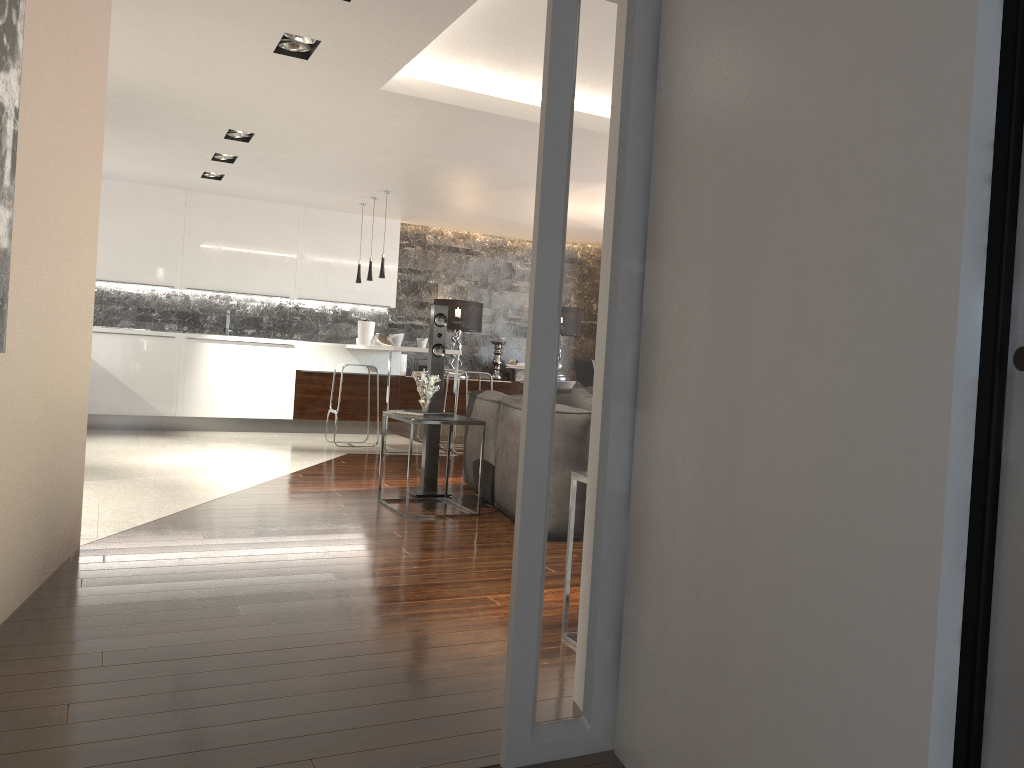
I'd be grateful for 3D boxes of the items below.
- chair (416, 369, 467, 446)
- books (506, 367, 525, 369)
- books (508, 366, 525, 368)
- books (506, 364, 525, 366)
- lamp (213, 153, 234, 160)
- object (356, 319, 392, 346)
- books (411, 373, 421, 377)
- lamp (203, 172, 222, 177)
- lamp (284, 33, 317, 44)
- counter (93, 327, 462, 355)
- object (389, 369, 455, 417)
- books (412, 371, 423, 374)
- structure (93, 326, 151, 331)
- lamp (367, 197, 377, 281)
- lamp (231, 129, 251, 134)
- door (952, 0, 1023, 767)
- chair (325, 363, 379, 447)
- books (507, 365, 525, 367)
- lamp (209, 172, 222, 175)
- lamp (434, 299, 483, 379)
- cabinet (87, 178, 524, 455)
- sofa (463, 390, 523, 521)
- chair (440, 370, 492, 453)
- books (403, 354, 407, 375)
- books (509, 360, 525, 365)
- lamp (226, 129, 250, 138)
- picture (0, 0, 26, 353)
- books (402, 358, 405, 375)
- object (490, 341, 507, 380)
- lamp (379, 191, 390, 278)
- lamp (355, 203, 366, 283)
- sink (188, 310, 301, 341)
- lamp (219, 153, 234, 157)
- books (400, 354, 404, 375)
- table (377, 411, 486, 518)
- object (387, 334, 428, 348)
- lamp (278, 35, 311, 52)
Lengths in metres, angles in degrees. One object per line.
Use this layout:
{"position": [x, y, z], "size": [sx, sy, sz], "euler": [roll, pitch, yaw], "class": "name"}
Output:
{"position": [-0.733, 0.240, 9.439], "size": [0.450, 0.800, 0.401], "euler": [3, 1, -27], "class": "chair"}
{"position": [0.101, -0.202, 11.203], "size": [0.244, 0.011, 0.329], "euler": [4, 2, 21], "class": "books"}
{"position": [0.111, -0.213, 11.217], "size": [0.249, 0.011, 0.324], "euler": [4, 1, 11], "class": "books"}
{"position": [0.089, -0.235, 11.200], "size": [0.246, 0.011, 0.327], "euler": [4, 1, 16], "class": "books"}
{"position": [-2.493, -1.977, 7.595], "size": [0.186, 0.077, 0.167], "euler": [2, 2, -44], "class": "lamp"}
{"position": [-1.593, -0.587, 10.246], "size": [0.427, 0.298, 0.559], "euler": [3, 1, -14], "class": "object"}
{"position": [-1.026, -0.104, 10.300], "size": [0.170, 0.034, 0.256], "euler": [5, 2, 42], "class": "books"}
{"position": [-2.878, -2.022, 8.434], "size": [0.168, 0.077, 0.186], "euler": [5, 2, 34], "class": "lamp"}
{"position": [-1.092, -1.810, 4.540], "size": [0.184, 0.077, 0.170], "euler": [3, 1, -21], "class": "lamp"}
{"position": [-2.864, -0.454, 8.492], "size": [4.215, 0.041, 2.571], "euler": [3, 2, -27], "class": "counter"}
{"position": [-0.549, 0.045, 5.446], "size": [0.271, 0.287, 0.298], "euler": [4, 1, 33], "class": "object"}
{"position": [-1.026, -0.132, 10.290], "size": [0.158, 0.024, 0.240], "euler": [5, 2, 43], "class": "books"}
{"position": [-4.026, -0.566, 8.935], "size": [0.652, 0.011, 0.541], "euler": [3, 2, -27], "class": "structure"}
{"position": [-1.425, -1.473, 8.959], "size": [0.060, 0.845, 0.055], "euler": [3, 1, -27], "class": "lamp"}
{"position": [-2.033, -1.922, 6.598], "size": [0.185, 0.077, 0.169], "euler": [3, 1, -27], "class": "lamp"}
{"position": [0.740, -0.092, 0.641], "size": [0.159, 2.093, 0.970], "euler": [4, 1, -14], "class": "door"}
{"position": [-1.568, 0.205, 8.707], "size": [0.450, 0.800, 0.401], "euler": [3, 1, -27], "class": "chair"}
{"position": [0.095, -0.224, 11.207], "size": [0.249, 0.011, 0.324], "euler": [4, 1, 11], "class": "books"}
{"position": [-2.805, -2.014, 8.278], "size": [0.167, 0.077, 0.186], "euler": [5, 2, 39], "class": "lamp"}
{"position": [-0.680, -0.546, 10.764], "size": [0.624, 0.933, 0.561], "euler": [3, 1, -36], "class": "lamp"}
{"position": [-1.167, -0.615, 8.444], "size": [7.238, 2.500, 4.248], "euler": [3, 1, -27], "class": "cabinet"}
{"position": [1.109, 0.498, 5.699], "size": [2.567, 0.703, 2.648], "euler": [3, 1, -17], "class": "sofa"}
{"position": [-0.451, 0.274, 8.826], "size": [0.450, 0.800, 0.401], "euler": [3, 1, -27], "class": "chair"}
{"position": [-1.276, -0.225, 10.324], "size": [0.025, 0.243, 0.167], "euler": [3, 1, -25], "class": "books"}
{"position": [0.136, -0.247, 11.270], "size": [0.282, 0.109, 0.312], "euler": [3, 1, -16], "class": "books"}
{"position": [-2.106, -1.931, 6.754], "size": [0.186, 0.077, 0.167], "euler": [2, 2, -44], "class": "lamp"}
{"position": [-1.345, -0.657, 2.170], "size": [0.030, 1.165, 0.729], "euler": [4, 1, -15], "class": "picture"}
{"position": [-1.290, -0.207, 10.294], "size": [0.021, 0.205, 0.148], "euler": [3, 1, -25], "class": "books"}
{"position": [-0.183, -0.295, 11.075], "size": [0.202, 0.485, 0.215], "euler": [4, 1, 21], "class": "object"}
{"position": [-1.240, -1.451, 8.558], "size": [0.060, 0.845, 0.055], "euler": [3, 1, -27], "class": "lamp"}
{"position": [-1.609, -1.495, 9.360], "size": [0.060, 0.845, 0.055], "euler": [3, 1, -27], "class": "lamp"}
{"position": [-2.905, -0.527, 9.539], "size": [1.206, 0.520, 0.486], "euler": [3, 1, -28], "class": "sink"}
{"position": [-2.421, -1.968, 7.438], "size": [0.185, 0.077, 0.169], "euler": [3, 1, -27], "class": "lamp"}
{"position": [-1.309, -0.227, 10.282], "size": [0.020, 0.243, 0.167], "euler": [3, 1, -25], "class": "books"}
{"position": [-0.498, 0.477, 5.351], "size": [0.471, 0.563, 0.574], "euler": [3, 1, -26], "class": "table"}
{"position": [-1.036, -0.428, 8.678], "size": [0.458, 0.133, 0.180], "euler": [3, 1, -27], "class": "object"}
{"position": [-1.164, -1.818, 4.697], "size": [0.169, 0.077, 0.185], "euler": [4, 1, 28], "class": "lamp"}
